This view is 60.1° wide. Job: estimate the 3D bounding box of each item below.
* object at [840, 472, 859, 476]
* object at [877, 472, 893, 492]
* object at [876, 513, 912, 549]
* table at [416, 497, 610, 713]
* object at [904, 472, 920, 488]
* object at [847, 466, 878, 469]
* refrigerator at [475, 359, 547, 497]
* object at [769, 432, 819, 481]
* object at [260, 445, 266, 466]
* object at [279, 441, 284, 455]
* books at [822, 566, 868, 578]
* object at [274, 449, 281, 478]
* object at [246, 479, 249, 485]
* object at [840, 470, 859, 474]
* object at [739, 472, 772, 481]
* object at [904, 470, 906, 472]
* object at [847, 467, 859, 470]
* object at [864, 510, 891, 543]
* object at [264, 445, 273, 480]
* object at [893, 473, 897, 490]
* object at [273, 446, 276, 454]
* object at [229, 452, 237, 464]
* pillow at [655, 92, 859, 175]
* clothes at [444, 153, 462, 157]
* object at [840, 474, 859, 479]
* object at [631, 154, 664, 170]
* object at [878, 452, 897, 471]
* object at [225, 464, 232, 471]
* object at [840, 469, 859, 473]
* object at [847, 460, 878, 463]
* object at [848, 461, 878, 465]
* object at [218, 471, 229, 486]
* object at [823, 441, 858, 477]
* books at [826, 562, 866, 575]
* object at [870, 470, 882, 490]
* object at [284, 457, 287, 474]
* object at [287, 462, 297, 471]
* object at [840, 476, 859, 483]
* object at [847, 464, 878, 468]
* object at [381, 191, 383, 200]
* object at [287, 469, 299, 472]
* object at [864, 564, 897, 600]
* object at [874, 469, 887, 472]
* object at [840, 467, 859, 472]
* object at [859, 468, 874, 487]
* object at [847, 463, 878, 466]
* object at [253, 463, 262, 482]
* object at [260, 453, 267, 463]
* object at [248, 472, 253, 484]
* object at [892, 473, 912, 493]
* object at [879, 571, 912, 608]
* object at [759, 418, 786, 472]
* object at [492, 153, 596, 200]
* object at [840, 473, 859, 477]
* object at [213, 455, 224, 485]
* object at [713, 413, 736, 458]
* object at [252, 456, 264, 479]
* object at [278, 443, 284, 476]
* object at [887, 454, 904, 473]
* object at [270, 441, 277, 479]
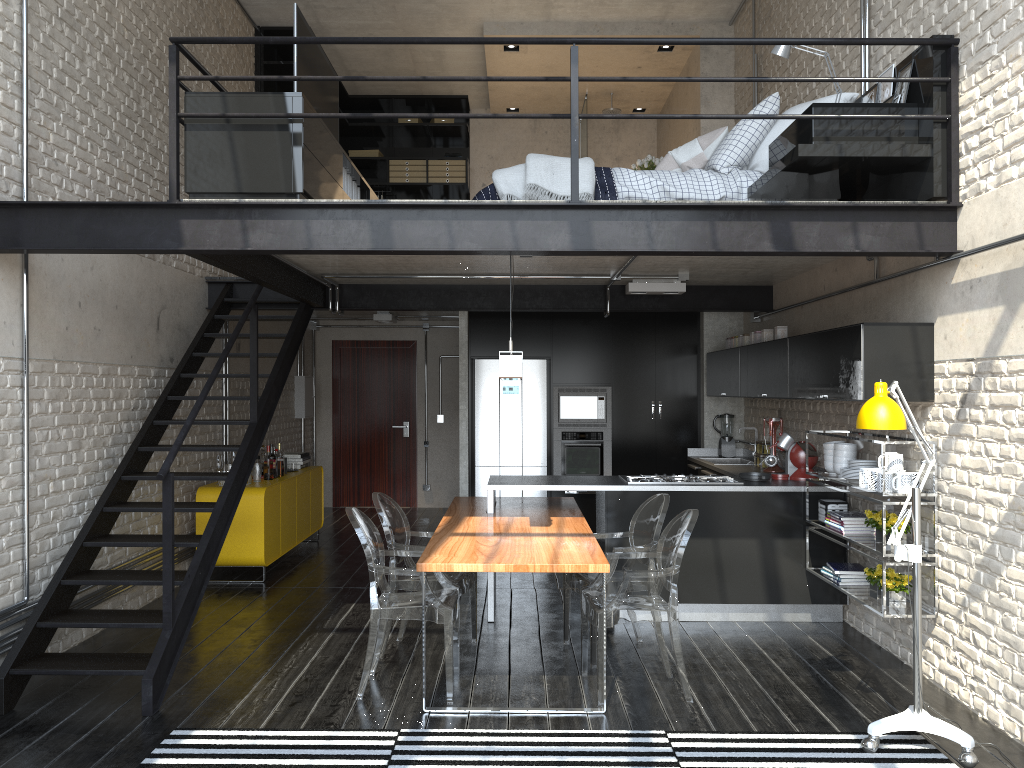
[{"bbox_3d":[2.099,0.159,5.290,0.252,0.031,0.252,-2,4,-31],"label":"object"},{"bbox_3d":[2.041,0.179,4.802,0.108,0.100,0.083,0,-1,-11],"label":"object"},{"bbox_3d":[2.113,0.448,4.857,0.182,0.192,0.175,0,-1,13],"label":"object"},{"bbox_3d":[0.008,0.847,5.512,0.927,0.729,2.683,0,3,0],"label":"table"},{"bbox_3d":[2.189,0.177,4.827,0.083,0.100,0.108,-1,0,34],"label":"object"},{"bbox_3d":[2.099,0.120,5.291,0.171,0.029,0.171,0,3,5],"label":"object"},{"bbox_3d":[-0.005,0.036,9.073,0.724,1.828,0.497,0,-4,0],"label":"refrigerator"},{"bbox_3d":[2.055,0.058,6.413,0.350,0.341,0.220,0,-2,-16],"label":"object"},{"bbox_3d":[-2.235,0.159,7.939,0.114,0.292,0.114,-1,-3,28],"label":"object"},{"bbox_3d":[-2.136,0.131,8.159,0.073,0.321,0.072,1,-4,-9],"label":"object"},{"bbox_3d":[2.090,0.769,5.485,0.201,0.023,0.279,0,4,-2],"label":"books"},{"bbox_3d":[-2.118,0.175,7.953,0.067,0.258,0.099,0,-3,5],"label":"object"},{"bbox_3d":[-2.216,0.283,7.286,0.095,0.120,0.096,0,-1,18],"label":"object"},{"bbox_3d":[2.099,0.151,5.290,0.252,0.031,0.252,-2,4,-31],"label":"object"},{"bbox_3d":[1.723,0.210,6.287,0.227,0.049,0.312,2,4,29],"label":"object"},{"bbox_3d":[2.184,0.169,4.962,0.108,0.100,0.083,0,-1,-1],"label":"object"},{"bbox_3d":[2.099,0.129,5.291,0.171,0.029,0.171,0,3,5],"label":"object"},{"bbox_3d":[2.112,0.436,5.048,0.175,0.192,0.183,0,-1,23],"label":"object"},{"bbox_3d":[-2.132,0.164,7.740,0.081,0.309,0.081,1,-4,-8],"label":"object"},{"bbox_3d":[2.111,0.174,4.880,0.108,0.100,0.083,0,-1,14],"label":"object"},{"bbox_3d":[-2.297,0.144,8.562,0.119,0.240,0.119,-1,-3,17],"label":"object"},{"bbox_3d":[-2.447,0.192,7.783,0.092,0.245,0.092,3,-4,-39],"label":"object"},{"bbox_3d":[1.568,-2.049,6.655,1.144,0.730,2.145,0,3,-1],"label":"pillow"},{"bbox_3d":[-0.734,-3.740,11.848,0.262,0.135,0.274,0,2,0],"label":"clothes"},{"bbox_3d":[2.098,0.175,5.289,0.252,0.031,0.252,-2,4,-31],"label":"object"},{"bbox_3d":[1.444,-2.625,9.225,0.391,0.655,0.355,0,-2,12],"label":"object"},{"bbox_3d":[2.105,0.070,4.954,0.108,0.100,0.083,0,-1,14],"label":"object"},{"bbox_3d":[-2.387,0.255,7.475,0.087,0.155,0.087,0,-2,13],"label":"object"},{"bbox_3d":[2.099,0.143,5.291,0.252,0.031,0.252,-2,4,-31],"label":"object"},{"bbox_3d":[2.099,0.085,5.294,0.171,0.029,0.171,0,3,5],"label":"object"},{"bbox_3d":[2.099,0.094,5.293,0.171,0.029,0.171,0,3,5],"label":"object"},{"bbox_3d":[-2.358,0.288,7.216,0.096,0.120,0.095,1,-1,-38],"label":"object"},{"bbox_3d":[2.117,0.064,5.701,0.150,0.216,0.310,0,1,-2],"label":"object"},{"bbox_3d":[2.094,0.748,5.486,0.201,0.023,0.279,0,4,9],"label":"books"},{"bbox_3d":[2.042,0.172,4.916,0.083,0.100,0.108,-1,0,34],"label":"object"},{"bbox_3d":[-2.164,0.195,8.255,0.052,0.182,0.135,-2,-3,37],"label":"object"},{"bbox_3d":[-2.183,0.204,8.619,0.229,0.107,0.099,1,0,28],"label":"object"},{"bbox_3d":[2.098,0.183,5.288,0.252,0.031,0.252,-2,4,-31],"label":"object"},{"bbox_3d":[2.099,0.111,5.292,0.171,0.029,0.171,0,3,5],"label":"object"},{"bbox_3d":[-1.655,-3.182,11.719,0.010,0.219,0.431,0,2,0],"label":"object"},{"bbox_3d":[-2.216,0.258,8.554,0.300,0.012,0.301,-1,4,-19],"label":"object"},{"bbox_3d":[2.112,0.755,5.020,0.182,0.192,0.175,0,-1,13],"label":"object"},{"bbox_3d":[2.097,0.167,4.993,0.108,0.100,0.083,0,-1,-11],"label":"object"},{"bbox_3d":[2.099,0.135,5.291,0.252,0.031,0.252,-2,4,-31],"label":"object"},{"bbox_3d":[2.043,0.162,5.079,0.083,0.100,0.108,-1,0,34],"label":"object"},{"bbox_3d":[2.099,0.103,5.293,0.171,0.029,0.171,0,3,5],"label":"object"},{"bbox_3d":[-2.181,0.248,7.561,0.087,0.155,0.087,0,-2,13],"label":"object"},{"bbox_3d":[-2.229,0.189,8.066,0.100,0.211,0.100,-1,-3,15],"label":"object"},{"bbox_3d":[-2.216,0.287,7.393,0.092,0.099,0.093,0,-1,38],"label":"object"},{"bbox_3d":[2.104,0.181,4.766,0.108,0.100,0.083,0,-1,14],"label":"object"},{"bbox_3d":[2.116,0.766,4.836,0.175,0.192,0.183,0,-1,23],"label":"object"},{"bbox_3d":[2.078,-0.025,7.056,0.210,0.427,0.202,-1,-3,15],"label":"object"},{"bbox_3d":[0.224,-1.687,6.609,0.681,0.656,2.526,0,3,1],"label":"object"},{"bbox_3d":[2.098,0.167,5.289,0.252,0.031,0.252,-2,4,-31],"label":"object"},{"bbox_3d":[-2.434,0.220,7.327,0.092,0.245,0.092,1,-3,-17],"label":"object"},{"bbox_3d":[2.060,-0.118,8.569,0.223,0.424,0.161,0,-3,0],"label":"object"},{"bbox_3d":[-2.247,0.209,7.807,0.087,0.206,0.087,-1,-3,25],"label":"object"},{"bbox_3d":[-2.123,0.144,8.072,0.081,0.308,0.081,1,-4,-5],"label":"object"},{"bbox_3d":[2.103,0.078,4.819,0.108,0.100,0.083,0,-1,-11],"label":"object"},{"bbox_3d":[-2.133,0.144,7.853,0.080,0.330,0.079,1,-4,-9],"label":"object"}]
